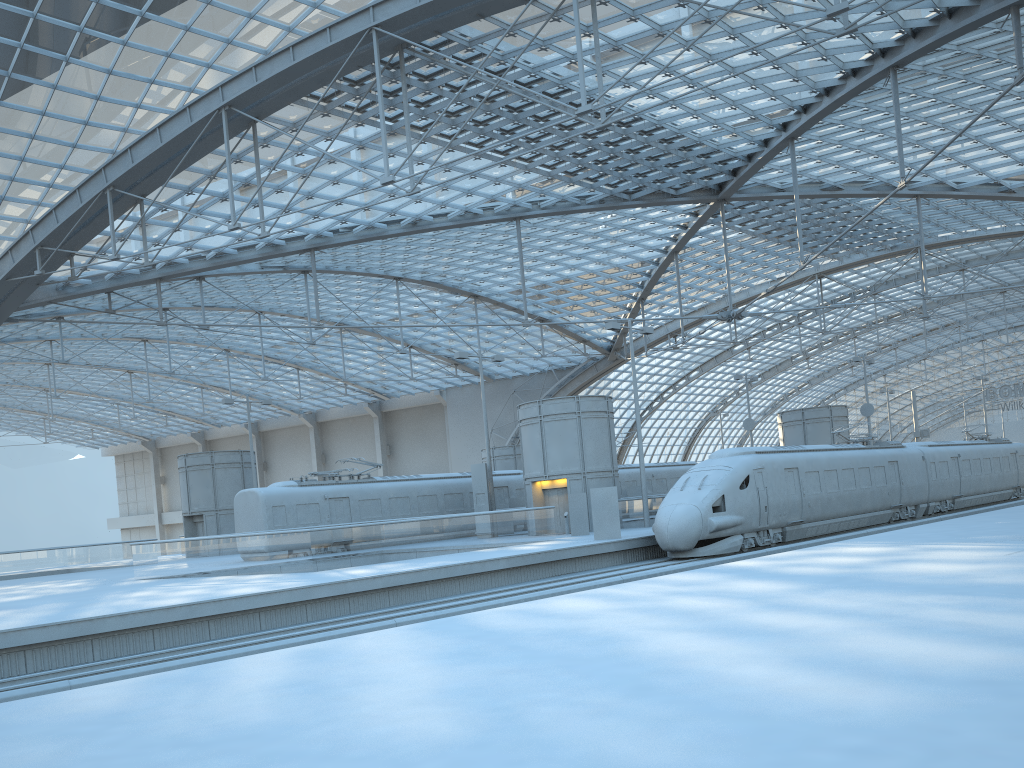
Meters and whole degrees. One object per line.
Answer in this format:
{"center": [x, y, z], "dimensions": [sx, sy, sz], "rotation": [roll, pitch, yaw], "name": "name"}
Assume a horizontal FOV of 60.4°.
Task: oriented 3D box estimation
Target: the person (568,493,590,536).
{"center": [2.479, 4.853, 32.542], "dimensions": [0.713, 1.612, 0.001], "rotation": [-6, 0, 23], "name": "person"}

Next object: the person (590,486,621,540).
{"center": [3.006, 4.148, 28.033], "dimensions": [0.878, 1.706, 0.001], "rotation": [-5, 0, 18], "name": "person"}

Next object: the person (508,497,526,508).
{"center": [0.308, 6.244, 41.673], "dimensions": [0.830, 1.732, 0.001], "rotation": [-5, 0, 18], "name": "person"}
